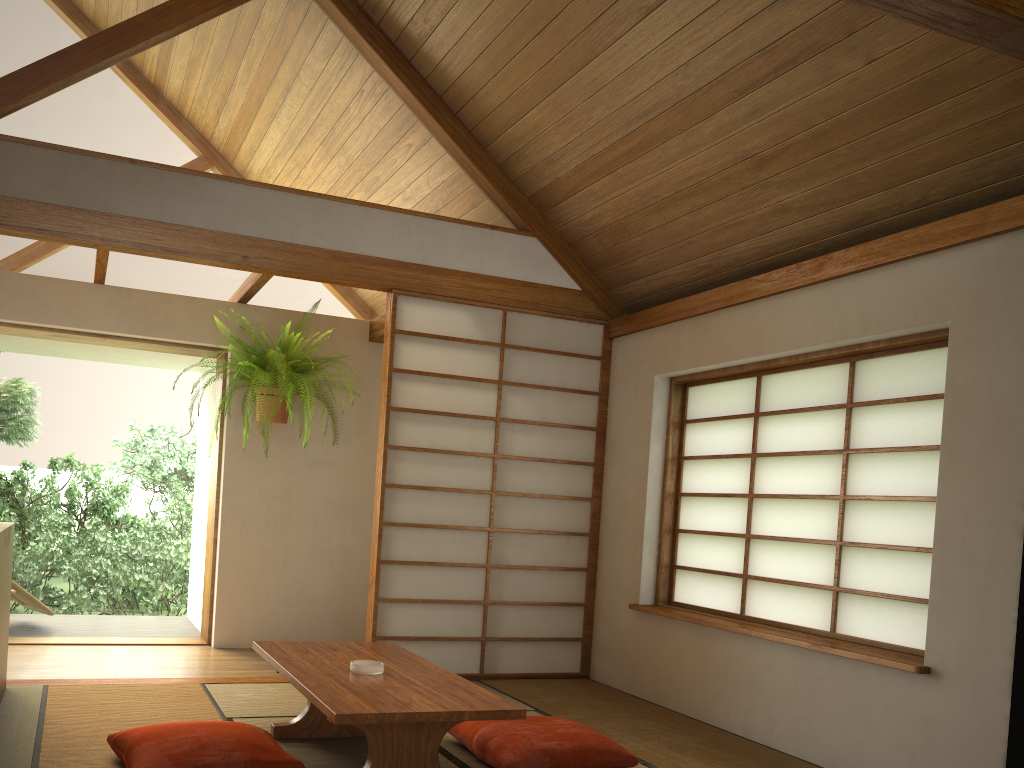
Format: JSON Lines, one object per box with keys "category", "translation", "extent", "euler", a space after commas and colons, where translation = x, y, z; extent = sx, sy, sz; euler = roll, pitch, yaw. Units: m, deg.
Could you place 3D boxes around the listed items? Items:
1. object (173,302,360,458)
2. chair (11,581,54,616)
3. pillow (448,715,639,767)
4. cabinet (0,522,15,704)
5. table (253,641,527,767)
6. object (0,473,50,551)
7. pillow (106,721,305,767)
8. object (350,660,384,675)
{"category": "object", "translation": [-1.471, 0.002, 5.597], "extent": [1.209, 1.126, 1.117], "euler": [6, -4, -30]}
{"category": "chair", "translation": [-3.767, 1.332, 5.885], "extent": [0.855, 0.626, 1.165], "euler": [-1, -7, 41]}
{"category": "pillow", "translation": [0.087, 1.361, 3.347], "extent": [0.532, 0.131, 0.592], "euler": [7, -9, -24]}
{"category": "cabinet", "translation": [-1.867, 0.817, 2.572], "extent": [0.531, 0.734, 2.794], "euler": [5, -7, -26]}
{"category": "table", "translation": [-0.515, 1.181, 3.101], "extent": [0.574, 0.334, 1.268], "euler": [6, -8, -25]}
{"category": "object", "translation": [-2.241, 0.495, 3.567], "extent": [0.523, 0.375, 0.548], "euler": [1, -6, 27]}
{"category": "pillow", "translation": [-1.032, 1.223, 2.933], "extent": [0.528, 0.148, 0.596], "euler": [8, -9, -29]}
{"category": "object", "translation": [-0.508, 0.994, 3.072], "extent": [0.127, 0.030, 0.112], "euler": [-3, -10, 40]}
